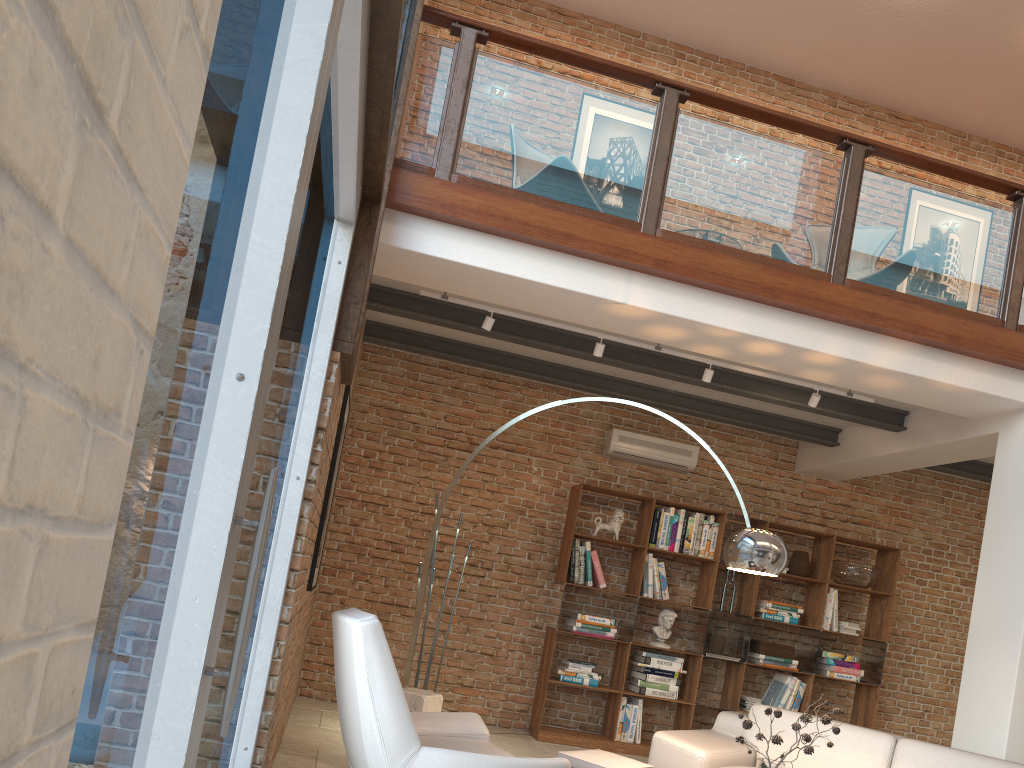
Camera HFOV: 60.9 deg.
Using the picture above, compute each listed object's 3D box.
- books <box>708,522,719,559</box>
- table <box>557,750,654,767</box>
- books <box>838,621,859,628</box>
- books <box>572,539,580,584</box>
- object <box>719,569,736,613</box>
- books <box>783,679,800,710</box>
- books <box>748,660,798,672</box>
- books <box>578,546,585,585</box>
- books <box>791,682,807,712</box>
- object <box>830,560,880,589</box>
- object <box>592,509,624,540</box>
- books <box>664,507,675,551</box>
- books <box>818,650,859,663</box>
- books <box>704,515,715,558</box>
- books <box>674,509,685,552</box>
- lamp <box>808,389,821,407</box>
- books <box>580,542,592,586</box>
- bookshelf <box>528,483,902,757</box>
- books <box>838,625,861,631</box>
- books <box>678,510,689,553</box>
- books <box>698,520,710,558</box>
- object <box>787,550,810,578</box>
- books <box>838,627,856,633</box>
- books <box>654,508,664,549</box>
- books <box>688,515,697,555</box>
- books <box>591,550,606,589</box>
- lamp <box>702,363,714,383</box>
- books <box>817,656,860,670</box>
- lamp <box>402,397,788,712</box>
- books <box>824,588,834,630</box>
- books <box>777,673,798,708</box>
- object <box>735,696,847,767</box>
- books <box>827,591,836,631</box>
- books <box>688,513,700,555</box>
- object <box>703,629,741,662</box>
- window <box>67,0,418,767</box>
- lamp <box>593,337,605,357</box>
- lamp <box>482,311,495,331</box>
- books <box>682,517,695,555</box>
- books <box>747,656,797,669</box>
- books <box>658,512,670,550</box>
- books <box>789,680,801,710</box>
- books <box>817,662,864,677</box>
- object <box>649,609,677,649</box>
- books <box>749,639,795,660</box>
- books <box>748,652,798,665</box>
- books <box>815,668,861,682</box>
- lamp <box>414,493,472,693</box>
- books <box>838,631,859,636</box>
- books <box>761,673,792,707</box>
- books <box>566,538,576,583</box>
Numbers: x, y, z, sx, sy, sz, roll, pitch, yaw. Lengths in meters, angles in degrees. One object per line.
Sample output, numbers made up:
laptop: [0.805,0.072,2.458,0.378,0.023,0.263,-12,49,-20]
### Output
books: [1.743,1.401,7.754,0.056,0.323,0.258,11,-7,-9]
table: [0.820,1.988,3.584,2.194,0.419,2.031,-1,-17,40]
books: [3.049,2.195,7.964,0.134,0.033,0.208,14,-14,-19]
books: [0.529,1.528,7.509,0.092,0.376,0.247,11,-6,-9]
object: [1.917,1.821,7.707,0.122,0.391,0.062,11,-3,-7]
books: [2.457,2.813,7.853,0.098,0.347,0.276,11,-7,-9]
books: [2.344,2.532,7.837,0.358,0.020,0.277,13,-13,-11]
books: [0.570,1.568,7.536,0.103,0.327,0.258,11,-7,-9]
books: [2.519,2.836,7.859,0.117,0.327,0.258,11,-7,-9]
object: [3.125,1.757,7.978,0.435,0.214,0.450,3,-13,31]
object: [0.833,1.197,7.509,0.252,0.277,0.132,11,-5,-2]
books: [1.340,1.278,7.657,0.037,0.376,0.247,11,-6,-9]
books: [2.951,2.486,7.964,0.326,0.054,0.261,10,-13,0]
books: [1.703,1.360,7.730,0.037,0.376,0.247,11,-6,-9]
books: [1.432,1.297,7.669,0.037,0.376,0.247,11,-6,-9]
lamp: [2.015,0.098,5.804,0.061,0.113,0.096,11,-7,-2]
books: [0.634,1.551,7.517,0.122,0.373,0.247,11,-6,-9]
bookshelf: [1.831,2.257,7.721,3.054,2.159,0.368,12,-3,-10]
books: [3.052,2.223,7.968,0.171,0.018,0.241,12,-13,-6]
books: [1.466,1.307,7.685,0.037,0.376,0.247,11,-6,-9]
books: [1.653,1.376,7.715,0.056,0.323,0.258,11,-7,-9]
object: [2.580,1.619,7.831,0.191,0.228,0.199,5,-9,38]
books: [3.040,2.246,7.961,0.132,0.033,0.211,10,-13,1]
books: [1.253,1.275,7.654,0.021,0.351,0.276,11,-7,-9]
books: [1.546,1.339,7.700,0.021,0.351,0.276,11,-7,-9]
books: [0.714,1.606,7.555,0.196,0.312,0.258,11,-7,-9]
lamp: [1.272,-0.064,5.653,0.061,0.126,0.087,11,-6,-7]
books: [2.958,2.544,7.964,0.329,0.054,0.259,12,-13,-10]
lamp: [0.390,1.219,4.743,2.014,2.304,0.327,7,-4,26]
books: [2.815,2.039,7.924,0.037,0.376,0.247,11,-6,-9]
books: [2.409,2.791,7.834,0.162,0.365,0.247,11,-6,-9]
object: [1.240,1.641,3.828,0.555,0.594,0.315,16,-8,-39]
books: [2.839,2.060,7.938,0.021,0.351,0.276,11,-7,-9]
books: [1.574,1.335,7.719,0.037,0.376,0.247,11,-6,-9]
object: [1.825,2.300,7.702,0.338,0.228,0.288,12,-9,-10]
window: [-0.115,-2.014,0.059,0.651,6.245,12.567,11,-11,-9]
lamp: [0.554,-0.229,5.517,0.061,0.118,0.087,11,-6,-7]
lamp: [-0.145,-0.382,5.382,0.061,0.126,0.086,14,-7,-39]
books: [1.509,1.341,7.678,0.056,0.323,0.258,11,-7,-9]
books: [2.334,2.504,7.850,0.383,0.036,0.248,14,-13,-14]
books: [1.291,1.294,7.643,0.056,0.323,0.258,11,-7,-9]
books: [2.475,2.821,7.866,0.098,0.347,0.276,11,-7,-9]
books: [2.993,2.605,7.959,0.330,0.054,0.259,14,-13,-15]
object: [1.324,2.136,7.634,0.195,0.343,0.198,10,-5,6]
books: [2.334,2.383,7.826,0.337,0.116,0.217,12,-11,-10]
books: [2.333,2.459,7.816,0.382,0.036,0.248,13,-13,-11]
books: [2.959,2.654,7.952,0.328,0.054,0.260,12,-13,-7]
lamp: [-0.604,1.745,6.593,0.427,1.784,0.198,13,-4,-40]
books: [3.040,2.276,7.976,0.171,0.018,0.242,10,-13,-1]
books: [2.364,2.787,7.850,0.164,0.364,0.247,11,-6,-9]
books: [0.494,1.519,7.495,0.092,0.376,0.247,11,-6,-9]
